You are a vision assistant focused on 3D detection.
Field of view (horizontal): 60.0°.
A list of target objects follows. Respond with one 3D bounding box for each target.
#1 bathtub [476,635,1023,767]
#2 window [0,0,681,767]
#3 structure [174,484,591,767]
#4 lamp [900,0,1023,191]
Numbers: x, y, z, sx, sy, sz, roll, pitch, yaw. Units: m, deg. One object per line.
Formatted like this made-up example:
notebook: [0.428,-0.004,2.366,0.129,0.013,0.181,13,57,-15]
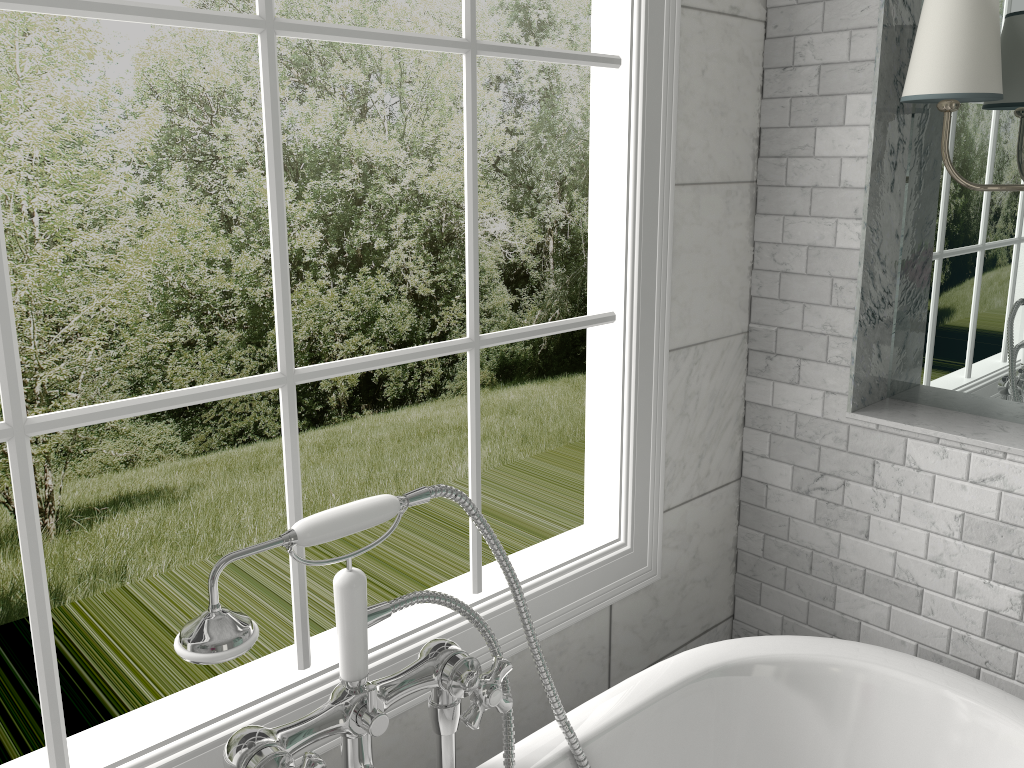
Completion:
bathtub: [0.116,1.108,1.104,2.175,0.751,0.946,-13,19,-41]
window: [-0.361,-0.516,1.279,1.839,2.303,0.119,-12,17,-42]
structure: [-0.059,0.798,1.378,0.781,1.274,0.342,-8,15,-32]
lamp: [1.034,-0.550,1.654,0.310,0.380,0.550,-12,18,-41]
